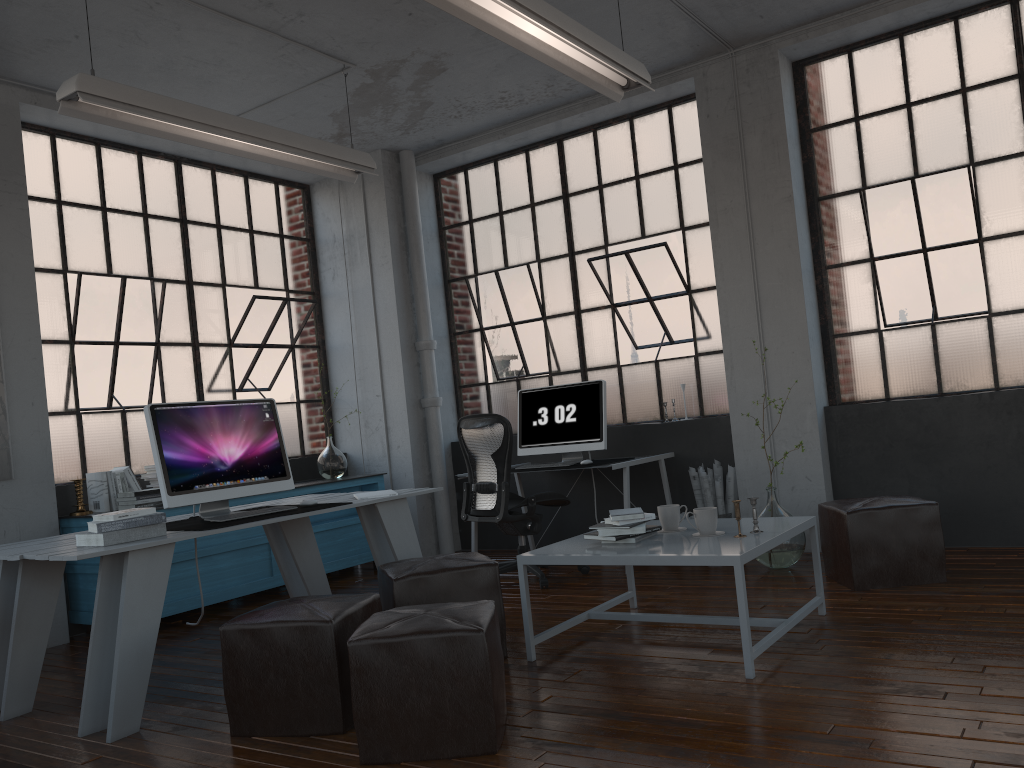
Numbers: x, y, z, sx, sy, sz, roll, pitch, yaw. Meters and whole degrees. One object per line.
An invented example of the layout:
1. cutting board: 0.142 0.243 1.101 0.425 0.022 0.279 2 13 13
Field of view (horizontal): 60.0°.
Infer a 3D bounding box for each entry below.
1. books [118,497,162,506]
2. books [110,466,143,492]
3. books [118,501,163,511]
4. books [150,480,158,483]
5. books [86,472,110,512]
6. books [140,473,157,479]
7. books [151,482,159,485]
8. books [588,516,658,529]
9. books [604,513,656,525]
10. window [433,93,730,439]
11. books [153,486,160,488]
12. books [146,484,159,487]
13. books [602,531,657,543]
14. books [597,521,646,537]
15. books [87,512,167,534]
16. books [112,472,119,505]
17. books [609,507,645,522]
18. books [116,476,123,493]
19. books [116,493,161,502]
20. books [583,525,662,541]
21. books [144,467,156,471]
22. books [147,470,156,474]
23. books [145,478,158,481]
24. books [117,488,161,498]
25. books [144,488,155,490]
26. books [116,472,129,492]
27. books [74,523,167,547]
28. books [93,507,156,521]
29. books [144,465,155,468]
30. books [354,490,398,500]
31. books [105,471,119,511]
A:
1. books: -2.218 0.705 5.365 0.191 0.023 0.242 -7 -3 32
2. books: -2.387 0.653 5.535 0.176 0.284 0.169 -7 -2 34
3. books: -2.216 0.733 5.375 0.191 0.032 0.258 -8 -3 36
4. books: -2.208 0.621 5.802 0.168 0.017 0.263 -8 -3 34
5. books: -2.507 0.655 5.367 0.173 0.239 0.032 -7 -1 34
6. books: -2.241 0.585 5.783 0.180 0.028 0.295 -8 -3 34
7. books: -2.204 0.635 5.791 0.161 0.012 0.254 -8 -3 34
8. books: 0.487 0.605 3.869 0.200 0.014 0.275 -8 -3 34
9. books: 0.511 0.586 3.853 0.184 0.026 0.125 -5 -3 -26
10. window: 0.484 -0.778 6.833 2.594 2.389 0.669 -7 -2 34
11. books: -2.193 0.659 5.798 0.161 0.013 0.256 -8 -3 34
12. books: -2.214 0.648 5.785 0.159 0.012 0.285 -8 -3 34
13. books: 0.513 0.667 3.882 0.172 0.028 0.217 -8 -3 34
14. books: 0.481 0.623 3.863 0.200 0.031 0.272 -6 -3 9
15. books: -1.541 0.553 3.546 0.257 0.044 0.193 -4 -3 -36
16. books: -2.459 0.663 5.421 0.152 0.239 0.045 -7 -1 34
17. books: 0.495 0.564 3.836 0.141 0.026 0.202 -6 -3 4
18. books: -2.446 0.678 5.445 0.161 0.224 0.045 -7 -1 34
19. books: -2.223 0.683 5.377 0.212 0.023 0.258 -8 -3 34
20. books: 0.481 0.647 3.862 0.273 0.025 0.210 -4 -3 -36
21. books: -2.221 0.540 5.790 0.183 0.016 0.288 -8 -3 34
22. books: -2.219 0.559 5.791 0.174 0.021 0.273 -8 -3 34
23. books: -2.226 0.606 5.803 0.183 0.016 0.288 -8 -3 34
24. books: -2.228 0.658 5.368 0.191 0.028 0.239 -8 -3 36
25. books: -2.225 0.677 5.792 0.183 0.016 0.288 -8 -3 34
26. books: -2.423 0.657 5.473 0.161 0.224 0.065 -7 -1 34
27. books: -1.563 0.602 3.547 0.200 0.050 0.271 -7 -3 34
28. books: -1.556 0.523 3.557 0.153 0.030 0.185 -8 -3 35
29. books: -2.217 0.524 5.779 0.183 0.016 0.288 -8 -3 34
30. books: -0.718 0.581 4.656 0.205 0.019 0.244 -5 -3 -16
31. books: -2.475 0.653 5.395 0.173 0.241 0.053 -7 -1 34
